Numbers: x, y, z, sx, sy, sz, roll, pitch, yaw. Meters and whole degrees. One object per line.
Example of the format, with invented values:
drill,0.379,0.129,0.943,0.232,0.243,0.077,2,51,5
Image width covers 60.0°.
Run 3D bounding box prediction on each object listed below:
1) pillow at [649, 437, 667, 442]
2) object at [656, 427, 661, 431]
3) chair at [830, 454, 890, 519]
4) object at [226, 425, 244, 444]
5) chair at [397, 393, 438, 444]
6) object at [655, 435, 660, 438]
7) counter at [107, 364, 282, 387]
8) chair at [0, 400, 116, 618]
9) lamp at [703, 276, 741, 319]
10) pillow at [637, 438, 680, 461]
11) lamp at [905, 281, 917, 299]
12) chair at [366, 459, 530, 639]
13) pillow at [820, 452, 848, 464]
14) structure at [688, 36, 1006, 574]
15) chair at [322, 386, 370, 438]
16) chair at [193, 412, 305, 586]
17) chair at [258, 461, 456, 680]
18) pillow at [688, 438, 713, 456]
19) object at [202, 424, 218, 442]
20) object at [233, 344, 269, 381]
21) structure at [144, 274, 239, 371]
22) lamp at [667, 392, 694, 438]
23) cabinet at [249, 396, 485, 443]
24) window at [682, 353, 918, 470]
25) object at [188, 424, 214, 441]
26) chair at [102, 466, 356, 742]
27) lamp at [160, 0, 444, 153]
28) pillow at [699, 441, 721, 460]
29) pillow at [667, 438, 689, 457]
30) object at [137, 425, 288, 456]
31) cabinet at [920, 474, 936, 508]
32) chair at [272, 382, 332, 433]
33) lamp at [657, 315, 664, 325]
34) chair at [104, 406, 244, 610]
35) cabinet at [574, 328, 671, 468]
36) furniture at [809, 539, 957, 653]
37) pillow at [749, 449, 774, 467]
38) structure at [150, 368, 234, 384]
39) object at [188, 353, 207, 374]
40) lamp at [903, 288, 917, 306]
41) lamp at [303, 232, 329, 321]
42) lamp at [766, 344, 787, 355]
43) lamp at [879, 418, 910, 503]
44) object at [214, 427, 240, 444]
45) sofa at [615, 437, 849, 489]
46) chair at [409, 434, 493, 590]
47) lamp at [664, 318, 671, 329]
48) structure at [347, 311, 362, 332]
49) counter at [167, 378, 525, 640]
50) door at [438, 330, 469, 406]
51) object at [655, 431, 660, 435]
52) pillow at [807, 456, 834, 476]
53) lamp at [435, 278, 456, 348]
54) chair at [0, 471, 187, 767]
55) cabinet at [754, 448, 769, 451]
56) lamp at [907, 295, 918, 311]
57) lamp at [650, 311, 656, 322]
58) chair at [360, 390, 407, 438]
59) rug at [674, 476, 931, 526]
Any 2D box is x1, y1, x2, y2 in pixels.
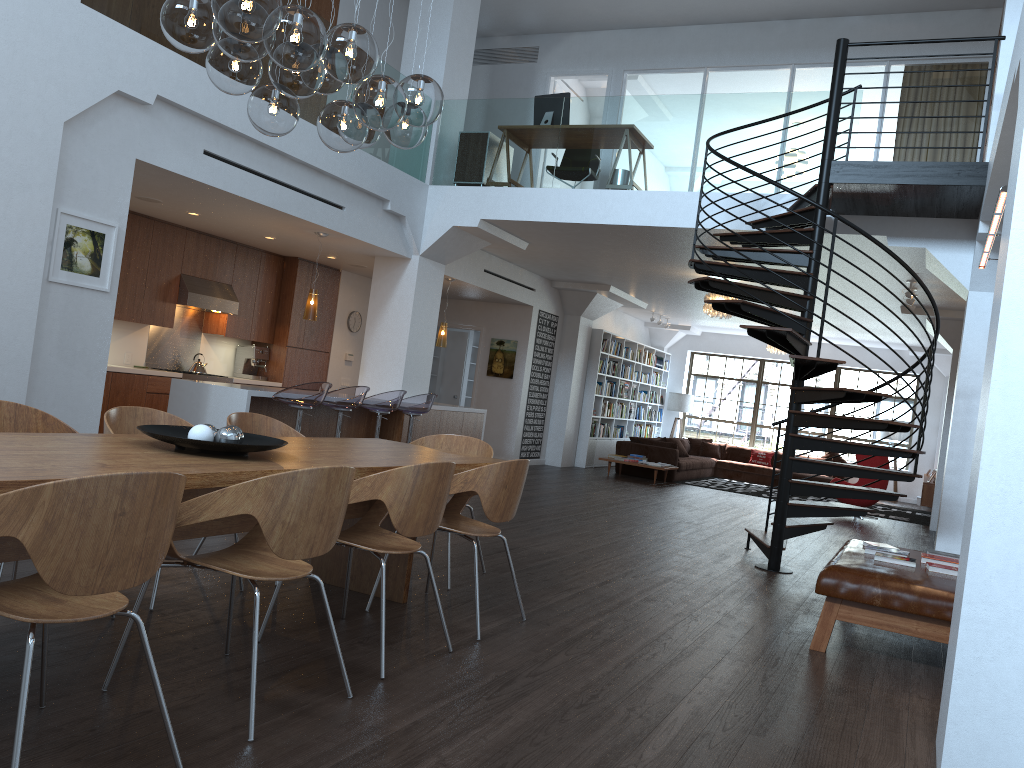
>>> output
pillow,2.579,1.105,15.413,0.269,0.411,0.559,8,0,-19
object,3.015,0.955,19.213,0.316,0.088,0.410,7,0,25
chair,5.116,1.443,13.045,0.798,1.006,0.801,8,-1,-39
object,-1.164,0.220,3.680,0.100,0.100,0.100,8,0,-20
chair,-1.109,0.576,9.558,0.481,1.014,0.530,7,0,27
object,2.998,1.130,19.209,0.331,0.088,0.410,7,0,25
counter,-4.159,-0.160,9.563,0.600,0.050,4.387,7,0,25
chair,-1.988,0.507,3.557,0.618,0.833,0.629,7,0,25
lamp,2.733,-1.126,11.565,0.442,0.539,0.441,8,0,-22
pillow,2.495,1.134,15.156,0.750,0.364,0.289,7,0,25
lamp,4.531,-1.069,10.094,0.120,0.211,0.111,8,0,0
chair,-0.260,0.744,4.433,0.617,0.830,0.629,7,0,25
pillow,6.162,1.520,17.177,0.651,0.587,0.335,8,0,4
structure,2.417,-0.651,7.231,1.998,4.352,1.998,8,0,-14
chair,-1.661,0.494,8.419,0.481,1.014,0.530,7,0,23
chair,-1.319,0.607,4.945,0.618,0.833,0.629,7,0,23
chair,-0.591,0.696,3.741,0.618,0.833,0.629,7,0,27
pillow,3.881,1.306,18.161,0.580,0.418,0.334,8,0,-2
object,-1.256,0.213,3.642,0.100,0.100,0.100,8,0,-20
object,-3.302,-0.278,11.435,0.439,0.455,0.284,7,0,25
structure,-3.732,-0.681,10.407,0.529,1.110,0.811,7,0,25
lamp,3.589,0.996,19.287,0.545,1.579,0.545,8,0,14
cabinet,-1.768,0.594,9.917,0.898,0.796,4.493,7,0,25
window,6.000,0.523,18.866,4.648,1.905,0.114,7,0,25
object,-1.241,0.211,3.540,0.100,0.100,0.100,8,0,-20
chair,-0.896,0.649,3.043,0.618,0.833,0.629,7,0,25
lamp,-0.771,-2.161,3.934,0.849,2.140,1.787,7,0,24
pillow,4.009,1.341,17.991,0.489,0.337,0.238,8,0,-5
pillow,3.085,1.205,16.750,0.325,0.391,0.625,7,-1,42
object,-1.223,0.240,3.632,0.592,0.066,0.592,8,0,-17
cabinet,7.180,1.785,14.973,0.459,0.350,4.501,7,0,25
chair,-1.903,0.457,7.836,0.481,1.014,0.530,7,0,27
lamp,2.873,-1.237,17.191,0.120,0.211,0.111,8,0,-15
chair,-1.665,0.556,4.248,0.618,0.833,0.629,7,0,25
cabinet,2.162,0.370,17.422,0.461,2.414,4.500,7,0,25
furniture,2.387,1.297,5.349,0.907,0.453,1.819,7,0,25
pillow,4.972,1.483,17.687,0.465,0.308,0.220,7,0,21
structure,-3.805,0.321,10.371,0.662,0.919,0.811,7,0,25
object,-3.763,-0.253,10.656,0.222,0.235,0.222,8,0,0
lamp,4.751,-1.036,10.563,0.120,0.211,0.111,8,0,-15
lamp,-0.754,-1.386,9.706,2.842,1.807,0.149,8,0,-25
lamp,4.875,-0.805,16.139,0.442,0.539,0.441,8,0,-22
lamp,7.410,1.492,17.348,0.545,1.579,0.545,7,-1,36
object,-1.149,0.222,3.579,0.100,0.100,0.100,8,0,-20
sofa,4.181,1.514,16.278,3.481,0.664,4.197,7,0,25
chair,-0.460,0.725,5.366,0.629,0.833,0.618,7,0,20
lamp,3.093,-1.204,17.659,0.120,0.211,0.111,8,0,0
structure,-2.240,-0.885,12.625,0.040,0.300,0.300,7,0,25
counter,-1.632,0.575,8.057,3.039,0.860,8.182,8,0,-4
door,-1.238,0.081,15.310,0.826,2.032,0.174,7,0,25
object,3.010,1.043,19.209,0.331,0.088,0.410,7,0,25
pillow,5.897,1.567,17.116,0.248,0.362,0.542,8,-1,-44
lamp,-0.868,-0.930,11.587,0.149,0.900,0.149,8,0,-20
chair,-1.238,0.598,2.343,0.618,0.833,0.629,7,0,25
cabinet,5.604,1.740,18.363,1.520,0.625,0.350,7,0,25
lamp,4.966,-1.004,11.020,0.120,0.211,0.111,8,-1,-30
lamp,2.658,-1.270,16.733,0.120,0.211,0.111,8,-1,-30
chair,-1.376,0.536,8.988,0.481,1.014,0.530,7,0,23
rug,5.137,1.966,15.235,4.200,0.007,3.100,7,0,27
